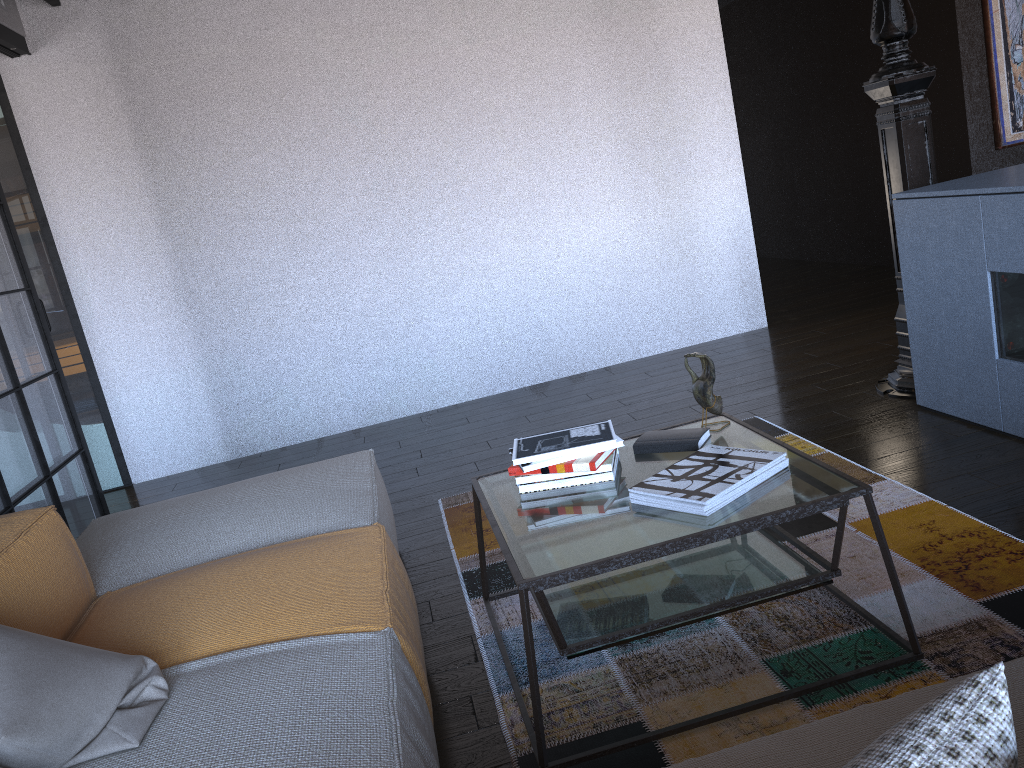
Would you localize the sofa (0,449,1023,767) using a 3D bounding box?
[{"bbox_3d":[-0.082,0.495,1.758,2.535,0.698,3.297,-14,12,-8],"label":"sofa"}]

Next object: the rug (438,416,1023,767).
[{"bbox_3d":[0.572,0.508,2.584,1.431,0.013,2.361,-14,12,-7],"label":"rug"}]

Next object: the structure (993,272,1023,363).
[{"bbox_3d":[1.845,-0.165,2.537,0.332,0.395,0.943,-14,12,-7],"label":"structure"}]

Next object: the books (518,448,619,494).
[{"bbox_3d":[0.151,0.224,2.326,0.247,0.024,0.208,-10,12,12],"label":"books"}]

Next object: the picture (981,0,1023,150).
[{"bbox_3d":[3.296,-2.278,5.518,0.780,1.472,0.067,-14,12,-7],"label":"picture"}]

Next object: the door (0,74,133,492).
[{"bbox_3d":[-4.374,-0.105,4.621,4.184,2.596,0.138,-14,12,-7],"label":"door"}]

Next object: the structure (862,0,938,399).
[{"bbox_3d":[-1.885,-0.022,1.767,8.507,2.397,0.481,-18,13,-26],"label":"structure"}]

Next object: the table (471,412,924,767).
[{"bbox_3d":[0.353,0.421,2.188,0.842,0.389,0.847,-14,12,-7],"label":"table"}]

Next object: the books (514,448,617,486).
[{"bbox_3d":[0.145,0.202,2.322,0.251,0.023,0.208,-10,12,12],"label":"books"}]

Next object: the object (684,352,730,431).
[{"bbox_3d":[0.525,0.014,2.430,0.099,0.223,0.093,-5,14,32],"label":"object"}]

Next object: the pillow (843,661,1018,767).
[{"bbox_3d":[0.171,0.436,0.596,0.543,0.402,0.250,-18,13,-24],"label":"pillow"}]

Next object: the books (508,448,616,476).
[{"bbox_3d":[0.136,0.188,2.295,0.239,0.023,0.190,-6,13,27],"label":"books"}]

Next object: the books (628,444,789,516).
[{"bbox_3d":[0.452,0.215,2.034,0.308,0.038,0.225,-21,15,-36],"label":"books"}]

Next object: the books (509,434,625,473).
[{"bbox_3d":[0.138,0.165,2.310,0.268,0.014,0.196,-14,12,-8],"label":"books"}]

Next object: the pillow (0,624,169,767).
[{"bbox_3d":[-0.806,0.495,1.515,0.485,0.314,0.358,-4,15,35],"label":"pillow"}]

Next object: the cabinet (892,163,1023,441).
[{"bbox_3d":[2.046,-0.126,2.006,0.607,0.845,2.957,-14,12,-7],"label":"cabinet"}]

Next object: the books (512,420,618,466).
[{"bbox_3d":[0.134,0.150,2.307,0.268,0.014,0.196,-12,12,4],"label":"books"}]

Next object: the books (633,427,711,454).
[{"bbox_3d":[0.429,0.149,2.376,0.182,0.029,0.129,-6,14,29],"label":"books"}]
